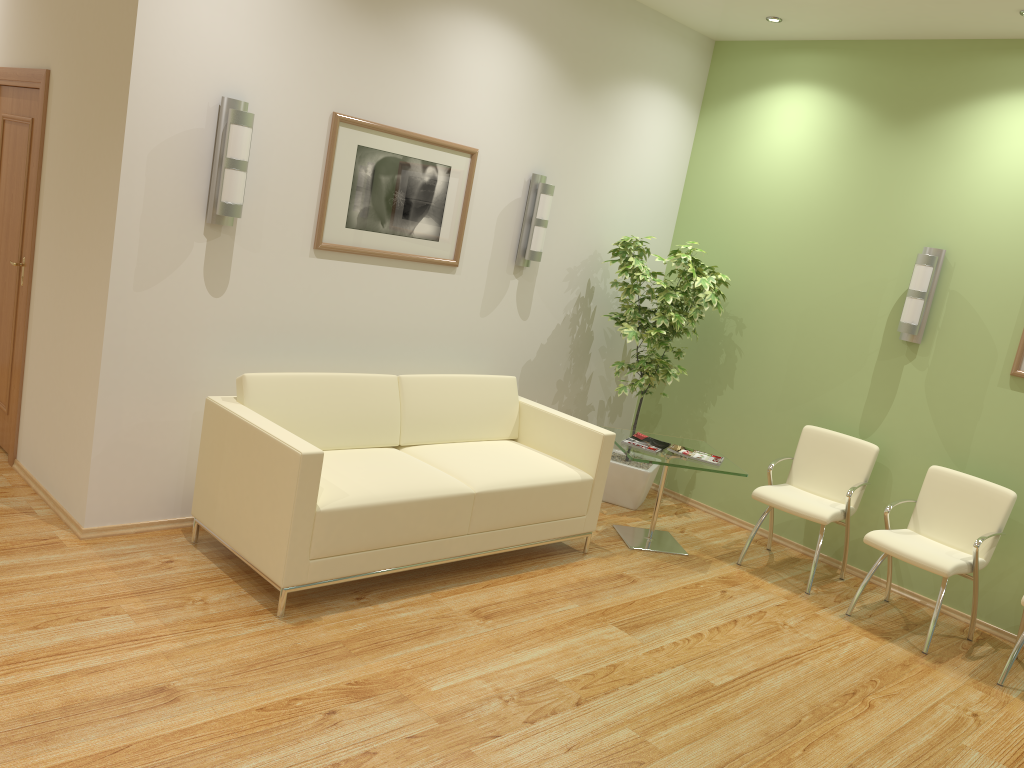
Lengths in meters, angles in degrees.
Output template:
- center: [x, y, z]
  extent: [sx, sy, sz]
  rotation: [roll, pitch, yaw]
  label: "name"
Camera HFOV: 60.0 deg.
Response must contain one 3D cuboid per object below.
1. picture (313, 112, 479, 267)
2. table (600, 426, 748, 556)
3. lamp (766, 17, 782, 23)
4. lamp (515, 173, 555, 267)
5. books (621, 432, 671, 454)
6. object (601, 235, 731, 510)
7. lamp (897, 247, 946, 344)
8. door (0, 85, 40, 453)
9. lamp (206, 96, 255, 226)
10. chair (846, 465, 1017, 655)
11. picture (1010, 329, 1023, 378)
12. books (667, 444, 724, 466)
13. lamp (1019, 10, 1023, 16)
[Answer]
- center: [-0.610, -1.038, 4.901]
  extent: [1.000, 0.700, 0.025]
  rotation: [0, 15, -45]
  label: "picture"
- center: [0.936, 0.702, 5.598]
  extent: [0.736, 0.614, 0.736]
  rotation: [9, 11, -11]
  label: "table"
- center: [1.660, -2.308, 5.621]
  extent: [0.105, 0.011, 0.105]
  rotation: [7, 11, -20]
  label: "lamp"
- center: [0.155, -1.022, 5.593]
  extent: [0.134, 0.580, 0.142]
  rotation: [0, 15, -45]
  label: "lamp"
- center: [0.838, 0.364, 5.524]
  extent: [0.230, 0.031, 0.328]
  rotation: [15, 11, 24]
  label: "books"
- center: [0.938, -0.072, 6.182]
  extent: [0.943, 1.900, 0.668]
  rotation: [3, 13, -37]
  label: "object"
- center: [2.476, -0.542, 5.391]
  extent: [0.142, 0.580, 0.134]
  rotation: [0, 15, -45]
  label: "lamp"
- center: [-2.889, -0.660, 5.036]
  extent: [0.098, 2.001, 0.823]
  rotation: [0, 15, -45]
  label: "door"
- center: [-1.301, -1.024, 4.124]
  extent: [0.134, 0.580, 0.142]
  rotation: [0, 15, -45]
  label: "lamp"
- center: [2.344, 0.950, 4.968]
  extent: [0.650, 0.881, 0.536]
  rotation: [2, 14, -40]
  label: "chair"
- center: [3.265, -0.261, 4.690]
  extent: [0.025, 0.700, 1.000]
  rotation: [0, 15, -45]
  label: "picture"
- center: [1.135, 0.430, 5.473]
  extent: [0.328, 0.031, 0.230]
  rotation: [14, 11, 19]
  label: "books"
- center: [2.689, -1.921, 4.600]
  extent: [0.105, 0.011, 0.105]
  rotation: [16, 11, 24]
  label: "lamp"
